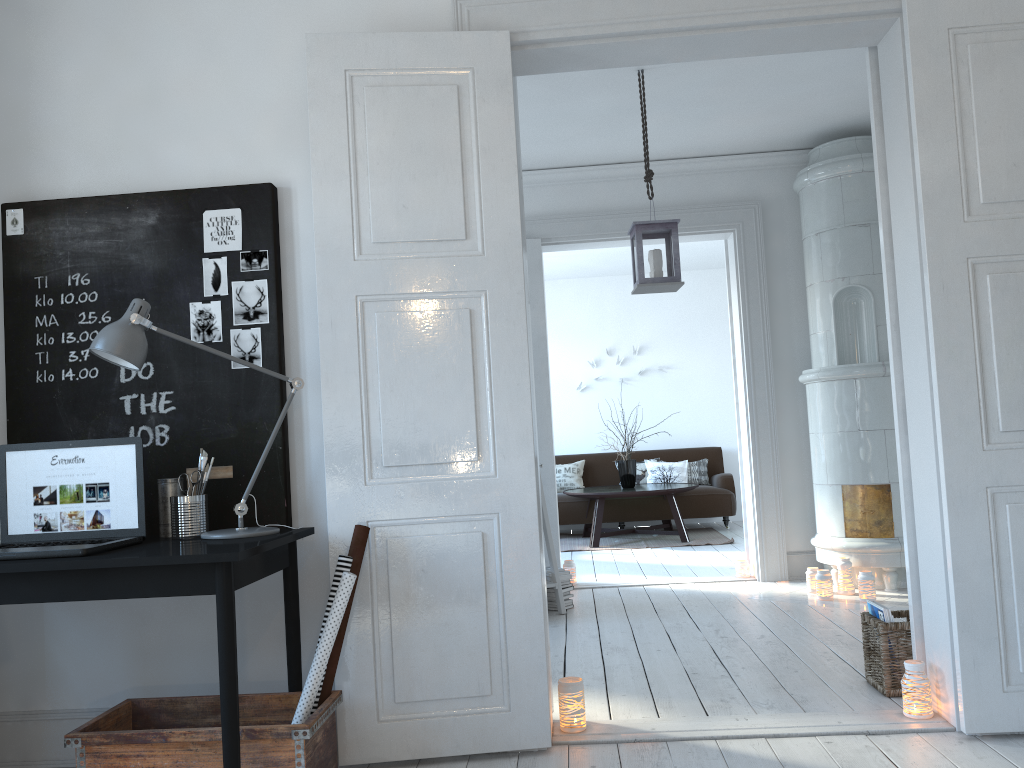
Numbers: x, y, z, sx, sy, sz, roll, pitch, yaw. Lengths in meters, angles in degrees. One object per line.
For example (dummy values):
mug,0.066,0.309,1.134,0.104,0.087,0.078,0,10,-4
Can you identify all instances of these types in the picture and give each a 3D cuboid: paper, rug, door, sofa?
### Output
paper,-0.566,0.845,2.578,0.266,0.668,0.043,-1,-4,-41
paper,-0.537,0.806,2.648,0.297,0.746,0.048,-1,-4,-41
rug,1.171,1.477,8.563,1.710,0.055,1.457,-4,-4,4
door,0.902,0.092,6.018,2.599,2.503,0.578,-4,-3,4
sofa,1.204,1.130,9.343,2.165,0.824,0.969,-4,-3,4
door,0.701,-0.101,3.013,2.599,2.503,0.578,-4,-3,4
paper,-0.569,0.859,2.518,0.283,0.626,0.041,-2,-3,-18

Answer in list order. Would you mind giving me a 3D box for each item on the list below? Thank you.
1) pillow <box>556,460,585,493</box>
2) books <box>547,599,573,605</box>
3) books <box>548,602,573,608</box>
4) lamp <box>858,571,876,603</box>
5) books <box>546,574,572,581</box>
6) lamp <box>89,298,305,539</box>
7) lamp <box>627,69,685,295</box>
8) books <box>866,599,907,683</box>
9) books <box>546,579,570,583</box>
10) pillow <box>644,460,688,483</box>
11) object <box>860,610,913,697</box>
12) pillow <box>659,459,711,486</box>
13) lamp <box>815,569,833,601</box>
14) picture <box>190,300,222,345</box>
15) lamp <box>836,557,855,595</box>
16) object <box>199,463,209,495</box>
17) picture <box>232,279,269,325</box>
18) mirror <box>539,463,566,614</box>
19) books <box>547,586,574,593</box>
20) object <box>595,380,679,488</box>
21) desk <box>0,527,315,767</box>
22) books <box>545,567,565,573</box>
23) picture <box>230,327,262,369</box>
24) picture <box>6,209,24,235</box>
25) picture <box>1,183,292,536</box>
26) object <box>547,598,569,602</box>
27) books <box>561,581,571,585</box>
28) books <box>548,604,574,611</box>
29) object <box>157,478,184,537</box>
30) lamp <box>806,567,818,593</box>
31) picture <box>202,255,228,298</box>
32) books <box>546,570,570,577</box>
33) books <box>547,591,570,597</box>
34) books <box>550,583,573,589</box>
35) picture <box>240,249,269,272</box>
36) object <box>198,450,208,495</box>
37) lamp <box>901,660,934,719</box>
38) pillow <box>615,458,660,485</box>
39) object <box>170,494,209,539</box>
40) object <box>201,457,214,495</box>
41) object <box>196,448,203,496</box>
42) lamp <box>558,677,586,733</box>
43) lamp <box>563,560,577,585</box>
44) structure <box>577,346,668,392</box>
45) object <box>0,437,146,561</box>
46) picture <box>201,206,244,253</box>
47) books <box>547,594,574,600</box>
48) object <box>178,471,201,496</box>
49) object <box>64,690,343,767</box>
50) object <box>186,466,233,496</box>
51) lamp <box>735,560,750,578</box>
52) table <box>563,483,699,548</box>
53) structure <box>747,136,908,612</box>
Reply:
pillow,0.538,1.011,9.502,0.519,0.367,0.239,-3,-3,3
books,0.252,1.287,5.262,0.128,0.016,0.181,0,-5,-41
books,0.253,1.304,5.263,0.177,0.016,0.128,-7,-5,45
lamp,1.974,1.126,4.934,0.089,0.166,0.089,-3,-3,3
books,0.251,1.140,5.263,0.128,0.026,0.200,-2,-4,-25
lamp,-0.926,0.106,2.669,0.616,0.715,0.230,-2,-3,-26
lamp,0.667,-1.344,4.422,0.228,1.760,0.228,-3,-3,0
books,1.464,0.964,3.303,0.201,0.299,0.180,-3,-3,4
books,0.245,1.162,5.268,0.128,0.016,0.181,-1,-4,-25
pillow,1.625,0.938,9.316,0.471,0.309,0.188,-4,-3,4
object,1.478,0.996,3.300,0.270,0.264,0.224,-4,-3,4
pillow,1.833,0.946,9.415,0.542,0.287,0.183,-4,-3,5
lamp,1.783,1.146,5.061,0.089,0.166,0.089,-4,-3,5
picture,-1.023,-0.206,2.963,0.107,0.150,0.001,-3,-3,4
lamp,1.948,1.123,5.184,0.098,0.209,0.098,-4,-3,8
object,-0.965,0.357,2.732,0.009,0.221,0.082,-5,-3,33
picture,-0.872,-0.275,2.956,0.121,0.152,0.002,-3,-3,4
mirror,-0.073,0.591,5.132,0.610,1.487,0.417,-1,-3,-32
books,0.252,1.215,5.261,0.193,0.022,0.128,-6,-5,36
object,1.214,0.463,8.517,0.845,1.065,0.526,-2,-3,-26
desk,-1.210,0.850,2.531,1.159,0.758,0.651,-4,-3,4
books,0.235,1.105,5.281,0.111,0.014,0.157,-2,-4,-17
picture,-0.885,-0.121,2.950,0.103,0.136,0.001,-3,-3,4
picture,-1.697,-0.553,3.026,0.061,0.088,0.004,-3,-3,0
picture,-1.245,-0.064,3.002,0.953,1.171,0.064,-3,-3,4
object,0.244,1.273,5.274,0.111,0.014,0.156,0,-5,-43
books,0.246,1.179,5.270,0.128,0.016,0.177,-1,-4,-30
books,0.259,1.321,5.264,0.179,0.016,0.128,-7,-5,42
object,-1.077,0.393,2.804,0.079,0.188,0.079,-2,-3,-17
lamp,1.800,1.170,5.291,0.084,0.146,0.084,-4,-3,8
picture,-0.993,-0.359,2.969,0.083,0.145,0.002,-3,-3,4
books,0.244,1.119,5.267,0.132,0.017,0.187,-2,-4,-23
books,0.241,1.240,5.268,0.167,0.022,0.128,-6,-5,38
books,0.251,1.196,5.270,0.128,0.016,0.179,0,-5,-43
picture,-0.861,-0.414,2.963,0.095,0.071,0.001,-4,-3,4
object,-0.968,0.336,2.743,0.062,0.263,0.012,0,-4,-44
lamp,1.342,1.013,2.942,0.093,0.179,0.093,-3,-3,-13
pillow,1.339,0.970,9.410,0.473,0.347,0.158,-3,-3,2
object,-0.991,0.407,2.726,0.108,0.128,0.108,-4,-3,19
object,-0.954,0.347,2.726,0.084,0.239,0.009,-2,-3,-19
object,-0.973,0.333,2.743,0.008,0.267,0.060,-4,-3,20
lamp,0.203,1.086,3.004,0.089,0.166,0.089,-3,-3,-4
lamp,0.392,1.281,6.021,0.089,0.166,0.089,-3,-3,3
structure,1.217,-0.182,9.868,1.025,0.478,0.085,-4,-3,4
object,-1.317,0.316,2.477,0.445,0.315,0.326,-4,-3,4
picture,-0.969,-0.521,2.974,0.147,0.154,0.004,-3,-3,4
books,0.251,1.259,5.262,0.187,0.017,0.132,-7,-5,41
object,-1.003,0.369,2.740,0.081,0.198,0.050,-5,-3,29
object,-0.841,1.065,2.496,0.665,0.282,0.340,-4,-3,4
object,-0.944,0.365,2.779,0.138,0.208,0.034,-2,-3,-16
lamp,1.544,1.238,5.936,0.093,0.110,0.093,-5,-4,21
table,1.155,1.251,8.548,1.299,0.503,1.301,-3,-4,-6
structure,2.039,-0.094,5.406,1.247,2.825,0.801,-1,-4,-41
